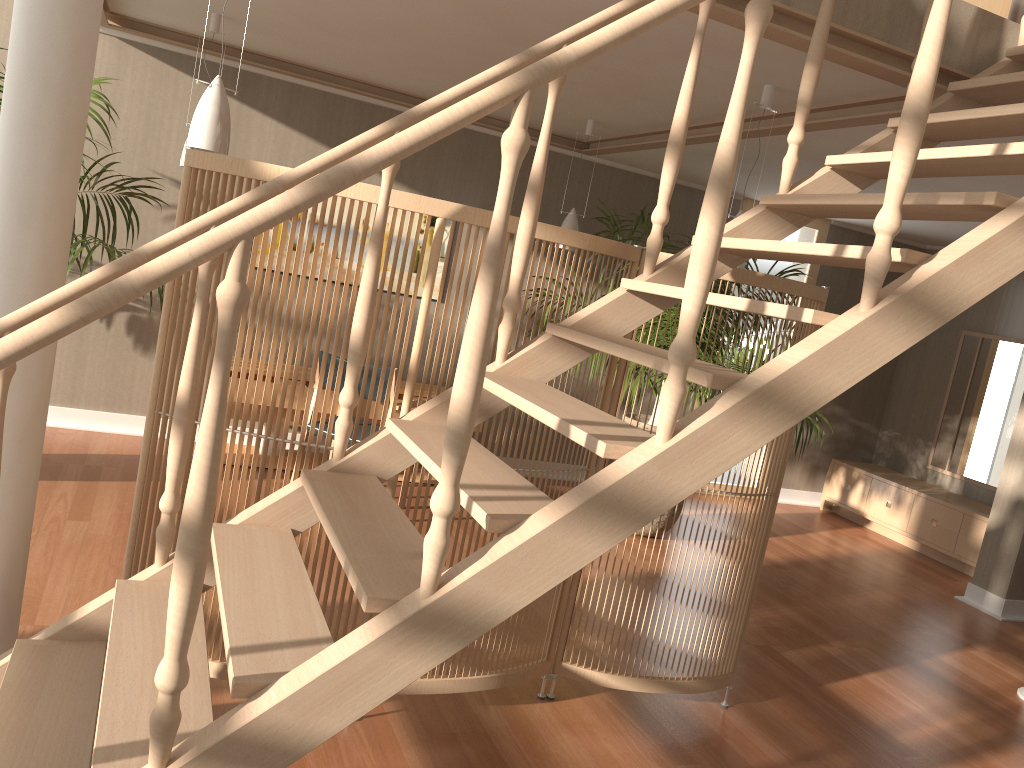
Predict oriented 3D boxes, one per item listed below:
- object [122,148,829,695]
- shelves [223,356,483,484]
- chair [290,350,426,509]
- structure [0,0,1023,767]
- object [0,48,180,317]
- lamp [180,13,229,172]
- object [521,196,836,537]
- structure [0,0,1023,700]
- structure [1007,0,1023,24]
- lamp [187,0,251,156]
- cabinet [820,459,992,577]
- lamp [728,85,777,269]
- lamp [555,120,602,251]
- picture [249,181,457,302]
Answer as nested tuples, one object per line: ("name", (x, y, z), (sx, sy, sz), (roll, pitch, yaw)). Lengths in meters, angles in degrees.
("object", (-0.016, 0.254, 2.901), (2.229, 1.542, 0.233), (9, 7, -18))
("shelves", (-1.071, 0.269, 5.697), (1.600, 0.590, 0.658), (8, 8, -23))
("chair", (-0.865, 0.269, 5.029), (0.582, 0.856, 0.509), (14, 7, 17))
("structure", (0.436, -0.509, 2.185), (3.150, 3.578, 1.000), (8, 8, -23))
("object", (-2.724, -0.515, 4.178), (2.109, 2.304, 2.157), (7, 8, -30))
("lamp", (-1.609, -1.529, 4.648), (0.139, 0.800, 0.139), (18, 9, 41))
("object", (0.976, 0.034, 5.710), (2.157, 2.304, 2.109), (7, 9, -34))
("structure", (2.413, 0.324, 2.989), (10.775, 2.533, 8.342), (8, 8, -23))
("structure", (-0.188, -2.275, 4.101), (3.300, 0.900, 3.475), (8, 8, -23))
("lamp", (-0.983, -1.200, 3.039), (0.139, 0.800, 0.139), (10, 7, -8))
("cabinet", (3.262, 1.069, 6.872), (0.500, 0.458, 1.911), (8, 8, -23))
("lamp", (1.039, -0.901, 3.888), (0.139, 0.800, 0.139), (13, 7, 13))
("lamp", (0.413, -1.230, 5.497), (0.139, 0.800, 0.139), (18, 9, 41))
("picture", (-1.034, -0.970, 5.930), (1.317, 0.633, 0.010), (8, 8, -23))
